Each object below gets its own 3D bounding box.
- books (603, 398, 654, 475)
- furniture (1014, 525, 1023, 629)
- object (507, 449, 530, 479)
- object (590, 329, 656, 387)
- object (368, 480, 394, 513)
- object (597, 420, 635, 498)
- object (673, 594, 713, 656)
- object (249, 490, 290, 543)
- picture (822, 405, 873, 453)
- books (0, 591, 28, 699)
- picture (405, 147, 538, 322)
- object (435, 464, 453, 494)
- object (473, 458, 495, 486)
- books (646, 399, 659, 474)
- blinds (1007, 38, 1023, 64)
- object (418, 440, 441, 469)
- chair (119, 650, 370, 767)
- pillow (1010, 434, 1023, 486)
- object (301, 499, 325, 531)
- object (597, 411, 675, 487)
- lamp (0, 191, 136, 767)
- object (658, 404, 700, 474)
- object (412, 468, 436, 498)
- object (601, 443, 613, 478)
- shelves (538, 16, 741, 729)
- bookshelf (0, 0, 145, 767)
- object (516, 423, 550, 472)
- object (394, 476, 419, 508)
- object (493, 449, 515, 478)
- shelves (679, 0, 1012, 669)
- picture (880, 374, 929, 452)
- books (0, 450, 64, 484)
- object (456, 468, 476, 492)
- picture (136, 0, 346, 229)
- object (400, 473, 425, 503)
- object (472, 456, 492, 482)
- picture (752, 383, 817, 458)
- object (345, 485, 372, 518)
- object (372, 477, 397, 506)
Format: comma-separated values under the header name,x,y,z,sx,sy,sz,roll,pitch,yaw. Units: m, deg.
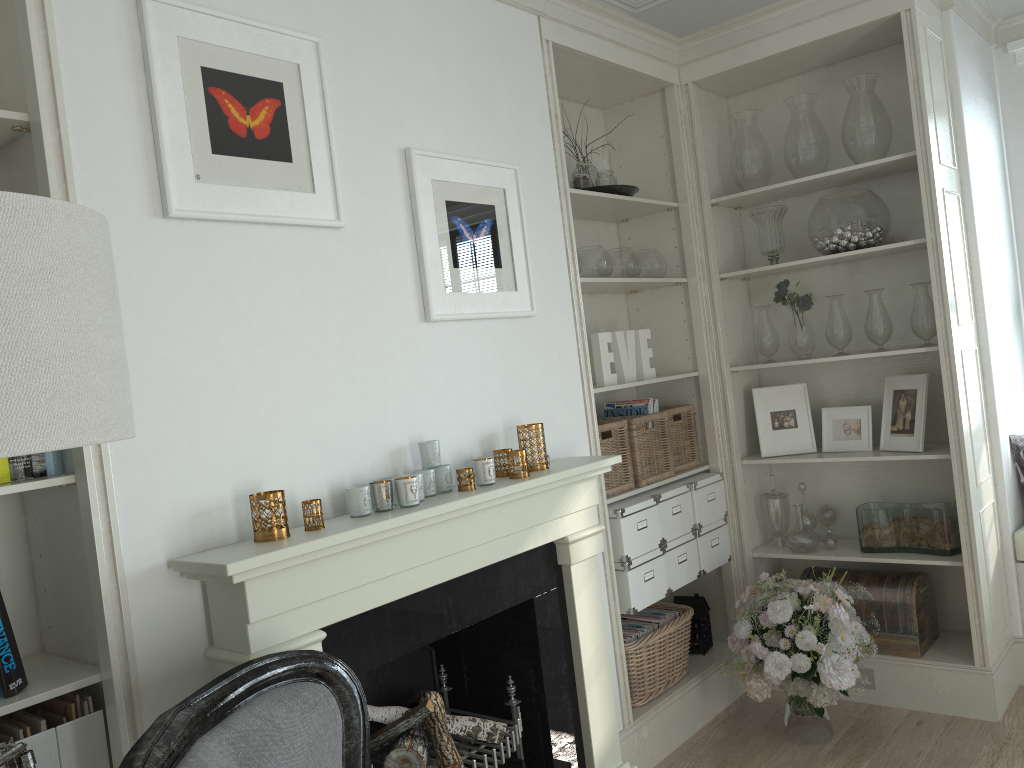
name,x,y,z,sx,sy,sz,roll,pitch,yaw
books,0.442,0.226,3.597,0.221,0.306,0.205,-6,1,40
furniture,3.472,0.614,2.841,3.150,0.459,0.837,-6,1,40
object,0.018,0.232,2.561,0.060,0.079,0.060,-7,1,11
object,0.458,-0.112,3.609,0.039,0.207,0.393,-6,1,40
object,-0.325,0.282,2.221,0.060,0.073,0.060,-7,1,6
object,0.271,0.293,3.418,0.275,0.270,0.276,-6,1,40
object,0.777,1.029,3.826,0.135,0.248,0.135,-6,1,30
object,-0.544,0.296,1.988,0.080,0.104,0.080,-7,1,7
picture,1.432,0.189,3.773,0.206,0.192,0.124,-6,1,35
books,-1.287,0.498,1.526,0.215,0.302,0.763,-6,1,41
picture,-0.109,-0.447,2.712,0.024,0.496,0.494,-6,1,40
object,-0.193,0.262,2.445,0.060,0.073,0.060,-7,1,6
object,-0.077,0.247,2.487,0.060,0.073,0.060,-7,1,6
books,0.469,0.232,3.628,0.221,0.306,0.205,-6,1,40
blinds,3.614,-0.582,3.140,3.076,2.238,0.141,-6,1,40
object,-0.223,0.192,2.420,0.060,0.073,0.060,-7,1,6
chair,-0.122,0.981,1.385,0.763,1.024,0.778,-7,1,5
pillow,2.323,0.378,3.768,0.550,0.398,0.229,-8,1,-38
object,-0.459,0.304,2.049,0.047,0.068,0.054,-7,1,-23
object,0.464,0.267,3.620,0.275,0.270,0.276,-6,1,40
lamp,-0.591,0.686,1.031,0.429,1.739,0.429,-7,1,-17
object,0.619,0.244,3.855,0.275,0.270,0.276,-6,1,40
object,-0.234,0.268,2.393,0.060,0.073,0.060,-7,1,6
object,0.299,0.245,3.365,0.095,0.332,0.284,-7,1,19
shelves,0.408,-0.054,3.604,0.399,2.523,0.992,-6,1,40
bookshelf,-1.283,0.183,1.557,0.399,2.523,0.988,-6,1,40
object,0.062,0.194,2.708,0.087,0.140,0.090,-7,1,-13
object,-0.265,0.274,2.244,0.060,0.073,0.060,-7,1,6
object,-0.023,0.235,2.637,0.060,0.079,0.060,-7,1,7
shelves,1.365,-0.172,3.697,0.972,2.523,0.399,-6,1,40
picture,1.582,0.114,3.557,0.124,0.300,0.202,-7,1,-25
books,-1.313,0.086,1.570,0.209,0.301,0.919,-6,1,40
object,-0.126,0.262,2.425,0.050,0.058,0.052,-7,1,-13
picture,-0.626,-0.632,2.120,0.024,0.496,0.494,-6,1,40
object,-0.258,0.272,2.310,0.060,0.073,0.060,-7,1,-27
object,-0.083,0.247,2.552,0.060,0.073,0.060,-7,1,6
picture,1.189,0.157,3.886,0.231,0.300,0.127,-7,1,10
object,-0.375,0.288,2.176,0.060,0.073,0.060,-7,1,6
object,-0.326,0.281,2.288,0.060,0.073,0.060,-7,1,6
